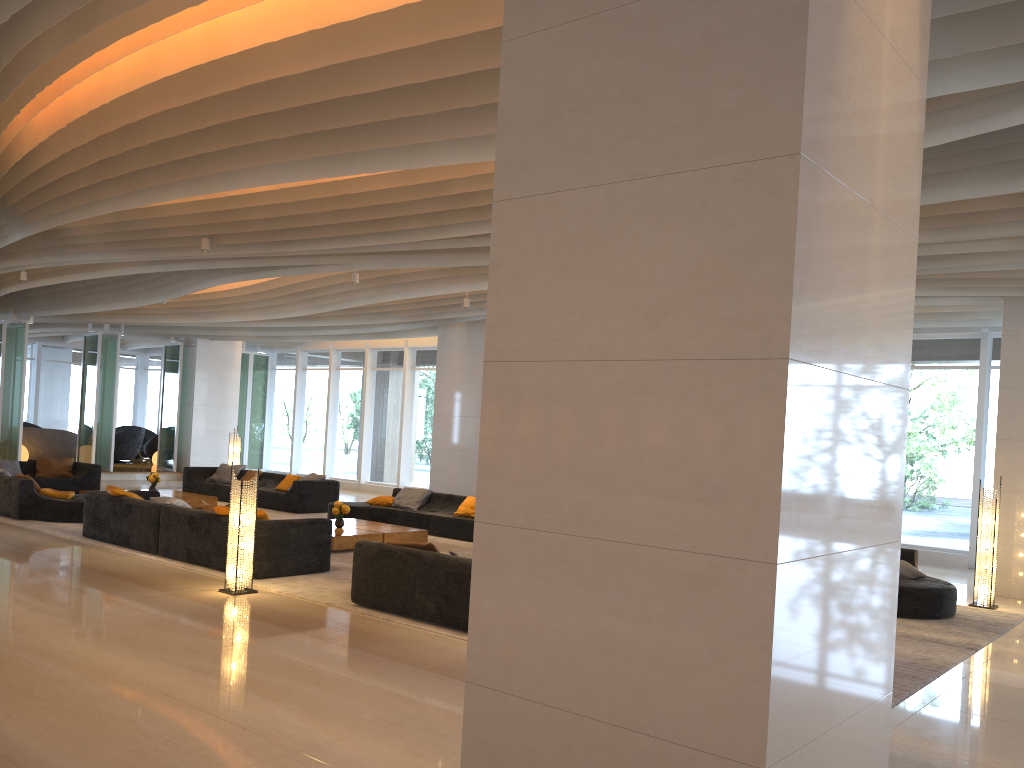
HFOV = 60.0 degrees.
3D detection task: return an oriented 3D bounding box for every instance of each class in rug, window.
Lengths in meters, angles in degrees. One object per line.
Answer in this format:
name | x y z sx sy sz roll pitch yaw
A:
rug | -2.527 2.141 12.162 15.924 0.022 5.620 1 -4 39
window | -1.235 0.632 16.743 54.300 3.218 22.240 3 -3 4

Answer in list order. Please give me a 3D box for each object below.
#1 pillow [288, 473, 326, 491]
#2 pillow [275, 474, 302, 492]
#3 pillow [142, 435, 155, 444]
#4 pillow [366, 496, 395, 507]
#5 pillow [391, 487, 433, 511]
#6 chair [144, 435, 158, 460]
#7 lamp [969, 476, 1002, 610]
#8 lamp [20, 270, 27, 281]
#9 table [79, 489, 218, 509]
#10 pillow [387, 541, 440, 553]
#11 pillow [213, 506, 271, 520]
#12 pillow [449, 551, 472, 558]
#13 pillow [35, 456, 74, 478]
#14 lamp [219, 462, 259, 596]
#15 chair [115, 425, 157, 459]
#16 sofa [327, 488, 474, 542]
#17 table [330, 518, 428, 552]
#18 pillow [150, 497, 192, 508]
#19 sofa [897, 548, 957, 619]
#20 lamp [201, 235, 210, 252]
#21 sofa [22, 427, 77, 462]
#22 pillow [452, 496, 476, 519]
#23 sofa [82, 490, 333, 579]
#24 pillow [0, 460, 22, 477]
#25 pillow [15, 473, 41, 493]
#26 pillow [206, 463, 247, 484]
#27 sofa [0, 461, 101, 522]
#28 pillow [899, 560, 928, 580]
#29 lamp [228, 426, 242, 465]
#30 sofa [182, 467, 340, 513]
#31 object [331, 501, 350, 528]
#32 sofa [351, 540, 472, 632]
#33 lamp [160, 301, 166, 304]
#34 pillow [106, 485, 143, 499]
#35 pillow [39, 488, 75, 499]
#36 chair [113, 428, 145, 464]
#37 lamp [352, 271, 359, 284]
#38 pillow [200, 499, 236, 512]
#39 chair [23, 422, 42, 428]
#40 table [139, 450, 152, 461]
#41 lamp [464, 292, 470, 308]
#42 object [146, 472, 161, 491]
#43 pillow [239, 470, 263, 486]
pillow | -3.740 1.808 16.130 0.556 0.377 0.629 5 -3 -29
pillow | -4.144 1.830 16.435 0.400 0.312 0.328 1 -3 41
pillow | -11.244 1.727 27.460 0.511 0.408 0.457 4 -2 -23
pillow | -2.115 1.927 14.553 0.447 0.192 0.588 3 -3 5
pillow | -1.646 1.885 14.314 0.653 0.416 0.470 1 -3 39
chair | -9.953 1.807 25.922 1.115 1.005 1.547 2 -3 42
lamp | 5.242 1.732 9.783 0.245 1.450 0.255 3 0 39
lamp | -7.375 -2.317 13.462 0.089 1.505 0.089 3 0 -6
table | -6.206 1.987 15.158 1.572 0.220 1.631 1 -4 39
pillow | -0.760 1.535 7.724 0.594 0.391 0.405 1 -3 42
pillow | -2.741 1.479 9.359 0.632 0.377 0.554 3 -2 17
pillow | -0.202 1.543 7.412 0.554 0.344 0.466 1 -3 38
pillow | -8.545 1.558 16.581 0.649 0.377 0.539 5 -3 -29
lamp | -2.492 1.323 8.186 0.245 1.197 0.255 3 0 39
chair | -11.502 1.790 27.199 1.546 1.005 1.116 5 -3 -38
sofa | -1.182 2.005 13.642 4.069 0.582 1.377 1 -4 38
table | -2.274 2.030 11.961 1.572 0.220 1.631 1 -4 39
pillow | -3.980 1.530 10.459 0.576 0.377 0.429 1 -3 41
sofa | 3.050 2.063 10.382 1.364 0.582 4.106 6 -4 -44
lamp | -3.480 -2.280 10.189 0.087 1.505 0.090 3 0 30
sofa | -11.949 1.538 22.298 2.564 0.901 1.110 3 -2 -1
pillow | -0.564 1.915 13.436 0.625 0.394 0.459 1 -3 39
sofa | -3.649 1.671 10.265 3.708 0.582 0.960 1 -3 39
pillow | -9.055 1.520 15.939 0.316 0.312 0.415 2 -3 42
pillow | -6.932 1.451 12.785 0.416 0.311 0.335 1 -3 41
pillow | -5.709 1.786 17.730 0.632 0.377 0.554 3 -2 17
sofa | -7.402 1.666 14.570 4.995 0.653 2.880 1 -4 39
pillow | 4.072 1.982 9.486 0.586 0.209 0.439 3 -3 -1
lamp | -5.903 1.608 18.839 0.245 1.450 0.255 3 0 39
sofa | -4.823 1.977 16.824 3.708 0.582 0.960 1 -3 39
object | -2.281 1.721 11.779 0.240 0.377 0.261 4 -1 -29
sofa | -0.565 1.722 7.994 2.212 0.576 1.381 1 -4 39
lamp | -5.936 -2.135 15.207 0.089 1.505 0.089 3 0 -6
pillow | -4.710 1.458 10.959 0.556 0.377 0.629 5 -3 -29
pillow | -6.547 1.576 12.777 0.415 0.136 0.412 4 -3 -17
chair | -10.777 1.670 24.347 1.127 1.005 1.531 3 -2 12
lamp | -2.067 -2.101 11.917 0.088 1.505 0.090 3 0 12
pillow | -3.185 1.501 9.814 0.590 0.409 0.452 1 -3 41
chair | -12.957 1.526 24.019 1.121 1.005 1.539 3 -2 22
table | -10.687 2.147 26.601 1.101 0.318 0.803 6 -4 -44
lamp | -0.657 -1.922 13.626 0.087 1.505 0.090 3 0 30
object | -6.212 1.699 15.359 0.239 0.377 0.263 4 -1 -19
pillow | -5.079 1.820 17.196 0.400 0.312 0.328 2 -2 37
